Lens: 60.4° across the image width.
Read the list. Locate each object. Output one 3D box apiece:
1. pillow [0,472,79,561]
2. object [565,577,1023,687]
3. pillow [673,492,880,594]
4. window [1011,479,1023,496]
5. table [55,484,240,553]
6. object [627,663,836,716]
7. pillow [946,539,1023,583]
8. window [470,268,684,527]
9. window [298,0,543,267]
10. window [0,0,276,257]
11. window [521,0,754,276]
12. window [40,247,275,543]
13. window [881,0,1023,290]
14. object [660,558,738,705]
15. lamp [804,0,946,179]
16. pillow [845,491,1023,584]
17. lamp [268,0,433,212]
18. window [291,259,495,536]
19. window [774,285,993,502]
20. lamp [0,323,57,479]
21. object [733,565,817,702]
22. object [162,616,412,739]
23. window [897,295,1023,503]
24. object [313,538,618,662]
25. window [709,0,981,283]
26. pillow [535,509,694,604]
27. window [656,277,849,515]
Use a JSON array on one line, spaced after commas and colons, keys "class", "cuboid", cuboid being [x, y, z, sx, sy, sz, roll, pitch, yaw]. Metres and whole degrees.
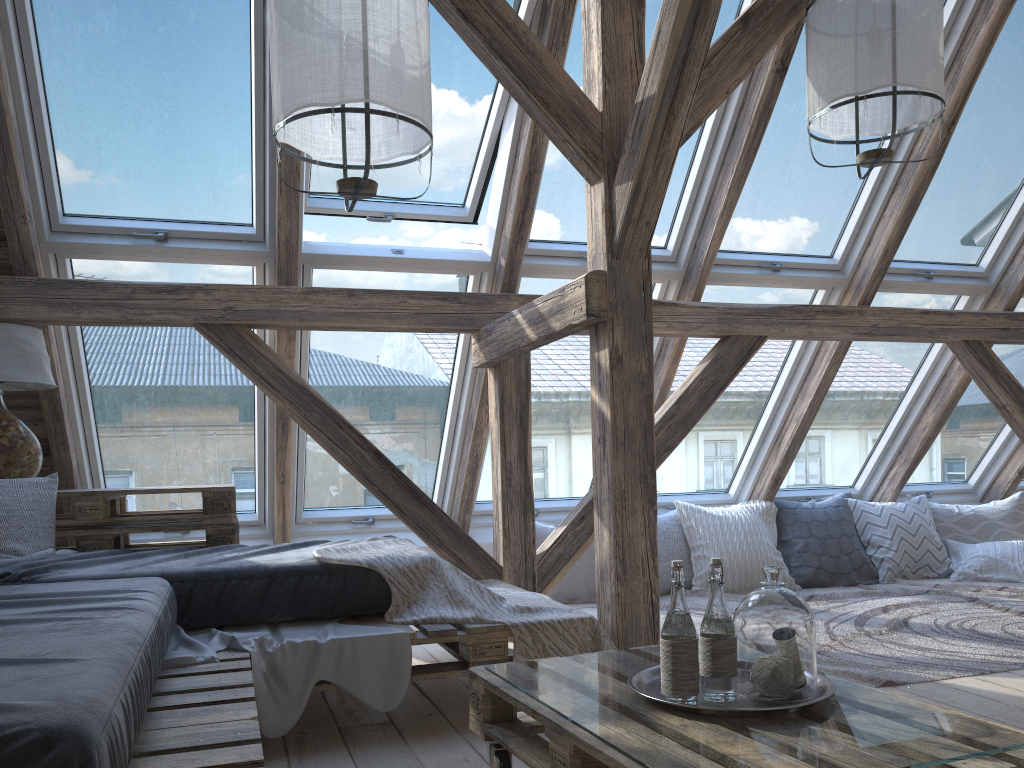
[{"class": "pillow", "cuboid": [-1.679, 0.378, 2.648, 0.386, 0.398, 0.971, -2, -4, -2]}, {"class": "object", "cuboid": [1.878, 1.056, 4.201, 3.184, 0.056, 2.197, 0, -6, -18]}, {"class": "pillow", "cuboid": [1.556, 0.911, 5.108, 1.271, 0.564, 0.468, 0, -1, -17]}, {"class": "window", "cuboid": [3.744, 0.108, 5.633, 0.854, 1.277, 1.098, -2, -1, -18]}, {"class": "table", "cuboid": [-1.611, 0.769, 3.491, 1.016, 0.702, 0.676, -1, -2, -18]}, {"class": "object", "cuboid": [0.426, 0.594, 1.728, 0.395, 0.021, 0.396, -2, -5, 2]}, {"class": "pillow", "cuboid": [2.848, 1.046, 5.151, 0.537, 0.242, 0.476, -3, -4, 23]}, {"class": "window", "cuboid": [0.247, 0.103, 4.494, 0.854, 1.277, 1.098, -2, -1, -18]}, {"class": "window", "cuboid": [-0.365, -1.182, 3.266, 0.854, 1.276, 1.354, -2, -2, -18]}, {"class": "window", "cuboid": [-1.225, -1.188, 2.938, 0.854, 1.277, 1.098, -2, -1, -18]}, {"class": "window", "cuboid": [0.523, -1.185, 3.507, 0.854, 1.277, 1.098, -2, -1, -18]}, {"class": "window", "cuboid": [-1.501, 0.100, 3.924, 0.854, 1.277, 1.098, -2, -1, -18]}, {"class": "window", "cuboid": [2.271, -1.182, 4.077, 0.854, 1.277, 1.098, -2, -1, -18]}, {"class": "object", "cuboid": [0.351, 0.463, 1.656, 0.154, 0.268, 0.071, -2, 1, -18]}, {"class": "lamp", "cuboid": [1.128, -1.341, 2.747, 0.399, 1.306, 0.407, -3, 2, -42]}, {"class": "pillow", "cuboid": [2.615, 0.938, 5.408, 1.154, 0.534, 0.502, -1, -2, -13]}, {"class": "lamp", "cuboid": [-0.418, -1.240, 2.244, 0.408, 1.519, 0.398, -1, 2, 23]}, {"class": "window", "cuboid": [-0.627, 0.101, 4.209, 0.854, 1.277, 1.098, -2, -1, -18]}, {"class": "window", "cuboid": [1.995, 0.105, 5.063, 0.854, 1.277, 1.098, -2, -1, -18]}, {"class": "lamp", "cuboid": [-2.004, 0.443, 3.023, 0.822, 1.286, 0.389, -2, 1, -32]}, {"class": "object", "cuboid": [0.508, 0.475, 1.708, 0.156, 0.247, 0.155, -2, 0, 40]}, {"class": "object", "cuboid": [-0.710, 0.814, 2.489, 0.708, 0.277, 0.507, 1, -5, -34]}, {"class": "window", "cuboid": [2.869, 0.107, 5.348, 0.854, 1.277, 1.098, -2, -1, -18]}, {"class": "object", "cuboid": [-0.067, 0.758, 2.980, 1.010, 0.474, 0.812, -2, -4, 12]}, {"class": "window", "cuboid": [1.397, -1.184, 3.792, 0.854, 1.277, 1.098, -2, -1, -18]}, {"class": "pillow", "cuboid": [0.605, 0.947, 4.826, 1.132, 0.525, 0.436, 0, -2, -26]}, {"class": "window", "cuboid": [1.121, 0.104, 4.779, 0.854, 1.277, 1.098, -2, -1, -18]}]
